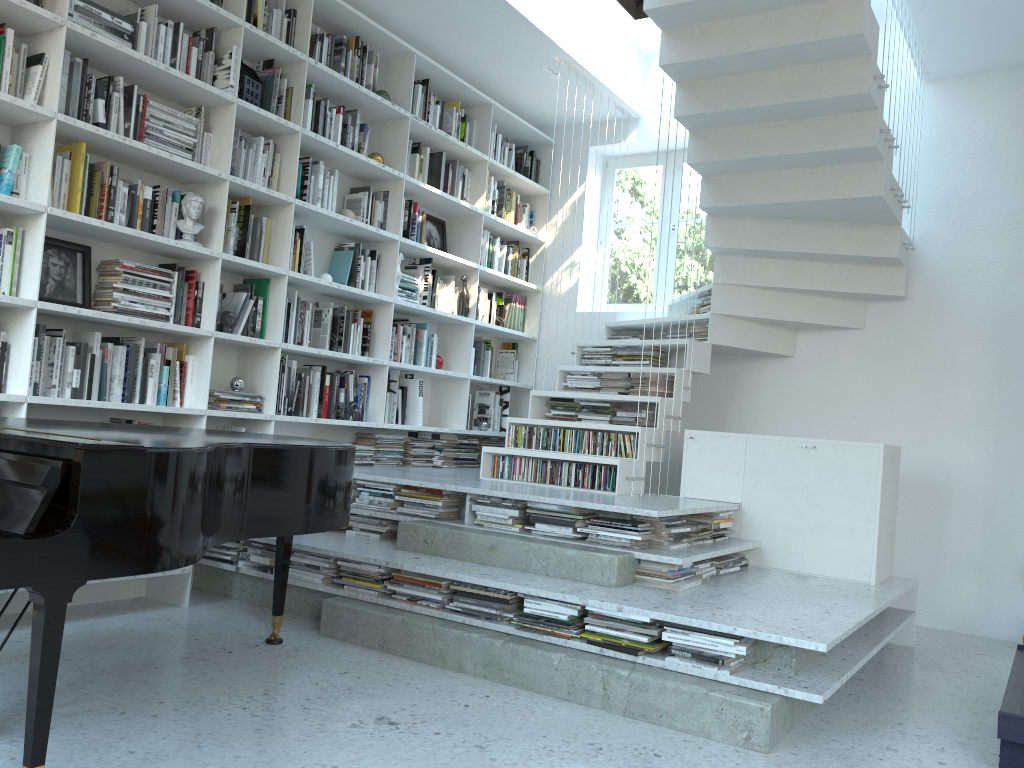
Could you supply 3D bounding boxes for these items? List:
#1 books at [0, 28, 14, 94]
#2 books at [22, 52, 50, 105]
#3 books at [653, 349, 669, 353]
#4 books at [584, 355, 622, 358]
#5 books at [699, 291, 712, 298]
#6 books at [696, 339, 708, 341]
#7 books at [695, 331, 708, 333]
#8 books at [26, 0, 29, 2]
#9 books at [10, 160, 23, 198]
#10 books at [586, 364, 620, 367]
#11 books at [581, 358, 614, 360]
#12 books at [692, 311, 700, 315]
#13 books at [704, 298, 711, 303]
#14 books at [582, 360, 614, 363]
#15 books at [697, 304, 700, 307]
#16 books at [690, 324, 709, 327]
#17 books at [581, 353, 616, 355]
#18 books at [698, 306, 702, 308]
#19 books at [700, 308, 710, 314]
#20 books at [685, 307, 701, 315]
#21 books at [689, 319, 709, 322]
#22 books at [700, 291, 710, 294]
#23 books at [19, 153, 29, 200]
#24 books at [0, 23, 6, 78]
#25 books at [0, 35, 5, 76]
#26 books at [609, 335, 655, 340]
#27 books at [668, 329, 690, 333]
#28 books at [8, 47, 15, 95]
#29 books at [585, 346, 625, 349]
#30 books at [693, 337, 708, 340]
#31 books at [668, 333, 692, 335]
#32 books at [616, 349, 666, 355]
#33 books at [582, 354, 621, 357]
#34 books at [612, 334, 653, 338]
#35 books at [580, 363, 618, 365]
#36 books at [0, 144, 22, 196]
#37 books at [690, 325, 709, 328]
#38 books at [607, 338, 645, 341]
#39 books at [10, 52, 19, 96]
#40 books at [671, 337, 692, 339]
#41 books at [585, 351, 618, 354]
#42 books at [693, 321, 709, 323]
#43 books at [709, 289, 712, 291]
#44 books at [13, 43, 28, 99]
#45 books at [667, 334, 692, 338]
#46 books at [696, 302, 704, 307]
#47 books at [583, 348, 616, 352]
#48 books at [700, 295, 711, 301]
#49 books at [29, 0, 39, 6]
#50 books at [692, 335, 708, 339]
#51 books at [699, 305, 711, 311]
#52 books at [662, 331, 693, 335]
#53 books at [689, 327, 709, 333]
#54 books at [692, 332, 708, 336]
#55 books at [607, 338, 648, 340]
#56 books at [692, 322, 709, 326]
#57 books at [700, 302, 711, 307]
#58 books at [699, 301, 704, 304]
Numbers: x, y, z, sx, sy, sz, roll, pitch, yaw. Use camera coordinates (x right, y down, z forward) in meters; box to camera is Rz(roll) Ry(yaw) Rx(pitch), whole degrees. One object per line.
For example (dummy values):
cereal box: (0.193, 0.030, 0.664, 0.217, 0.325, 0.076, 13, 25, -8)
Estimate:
books: (-1.999, -1.215, 3.423, 0.190, 0.284, 0.022, 3, -3, 32)
books: (-1.926, -1.181, 3.505, 0.208, 0.237, 0.064, 3, -3, 32)
books: (0.814, -0.206, 5.500, 0.298, 0.007, 0.134, 2, -4, 41)
books: (0.604, -0.168, 5.709, 0.231, 0.011, 0.171, 2, -4, 43)
books: (1.300, -0.529, 5.395, 0.283, 0.012, 0.175, 5, -3, -13)
books: (1.233, -0.252, 5.449, 0.210, 0.015, 0.130, 7, -4, -31)
books: (1.244, -0.304, 5.441, 0.208, 0.008, 0.144, 7, -4, -38)
books: (-1.932, -1.583, 3.494, 0.175, 0.302, 0.058, 3, -3, 32)
books: (-1.991, -0.789, 3.501, 0.142, 0.181, 0.027, 3, -3, 32)
books: (0.609, -0.111, 5.716, 0.228, 0.014, 0.149, 2, -4, 44)
books: (0.604, -0.153, 5.709, 0.184, 0.006, 0.262, 8, -4, -43)
books: (1.256, -0.441, 5.670, 0.184, 0.008, 0.216, 5, -3, -3)
books: (1.297, -0.492, 5.394, 0.212, 0.028, 0.191, 5, -3, -6)
books: (0.603, -0.137, 5.709, 0.166, 0.018, 0.264, 7, -4, -39)
books: (1.268, -0.482, 5.671, 0.175, 0.012, 0.265, 4, -3, 4)
books: (1.248, -0.340, 5.441, 0.285, 0.007, 0.159, 7, -4, -32)
books: (0.607, -0.184, 5.711, 0.168, 0.005, 0.292, 7, -4, -40)
books: (1.258, -0.470, 5.671, 0.184, 0.013, 0.230, 5, -3, -3)
books: (1.289, -0.434, 5.416, 0.247, 0.015, 0.142, 5, -3, -10)
books: (1.238, -0.459, 5.671, 0.226, 0.013, 0.284, 4, -3, 5)
books: (1.249, -0.370, 5.445, 0.300, 0.007, 0.158, 7, -4, -33)
books: (1.296, -0.542, 5.429, 0.261, 0.016, 0.129, 5, -3, -7)
books: (-1.978, -0.804, 3.526, 0.126, 0.217, 0.026, 3, -3, 32)
books: (-2.009, -1.227, 3.412, 0.165, 0.303, 0.006, 3, -3, 32)
books: (-2.012, -1.202, 3.405, 0.180, 0.253, 0.006, 3, -3, 32)
books: (0.820, -0.310, 6.045, 0.150, 0.017, 0.288, 8, -4, -43)
books: (1.130, -0.328, 5.652, 0.182, 0.016, 0.199, 7, -4, -37)
books: (-1.996, -1.186, 3.451, 0.165, 0.229, 0.011, 3, -3, 32)
books: (0.614, -0.225, 5.716, 0.165, 0.014, 0.235, 7, -4, -41)
books: (1.246, -0.264, 5.432, 0.241, 0.008, 0.168, 6, -3, -30)
books: (1.141, -0.307, 5.660, 0.161, 0.012, 0.254, 7, -4, -34)
books: (0.794, -0.199, 5.478, 0.243, 0.013, 0.191, 2, -4, 43)
books: (0.607, -0.177, 5.711, 0.162, 0.008, 0.289, 7, -4, -39)
books: (0.824, -0.322, 6.050, 0.239, 0.008, 0.160, 2, -4, 41)
books: (0.601, -0.124, 5.708, 0.274, 0.009, 0.176, 2, -4, 45)
books: (-1.997, -0.815, 3.456, 0.179, 0.227, 0.060, 3, -3, 32)
books: (1.249, -0.333, 5.439, 0.290, 0.006, 0.149, 6, -3, -29)
books: (0.812, -0.291, 6.038, 0.169, 0.010, 0.282, 8, -4, -43)
books: (-1.988, -1.178, 3.465, 0.142, 0.216, 0.024, 3, -3, 32)
books: (1.146, -0.279, 5.663, 0.141, 0.022, 0.230, 7, -4, -35)
books: (0.623, -0.193, 5.726, 0.136, 0.017, 0.298, 7, -4, -42)
books: (1.256, -0.363, 5.433, 0.266, 0.008, 0.163, 7, -4, -38)
books: (1.300, -0.558, 5.410, 0.227, 0.014, 0.160, 5, -3, -5)
books: (-1.966, -1.196, 3.481, 0.155, 0.257, 0.022, 3, -3, 32)
books: (1.130, -0.297, 5.653, 0.170, 0.010, 0.233, 7, -4, -38)
books: (1.275, -0.494, 5.672, 0.173, 0.014, 0.196, 5, -3, 2)
books: (0.606, -0.212, 5.709, 0.190, 0.015, 0.230, 8, -4, -44)
books: (1.294, -0.513, 5.426, 0.250, 0.017, 0.135, 5, -3, -8)
books: (-1.934, -1.535, 3.542, 0.134, 0.211, 0.028, 3, -3, 32)
books: (1.248, -0.275, 5.431, 0.223, 0.015, 0.179, 7, -4, -34)
books: (1.292, -0.451, 5.401, 0.250, 0.017, 0.181, 5, -3, -8)
books: (1.131, -0.317, 5.653, 0.192, 0.006, 0.299, 7, -4, -33)
books: (1.250, -0.319, 5.427, 0.262, 0.023, 0.200, 7, -4, -31)
books: (1.248, -0.291, 5.432, 0.238, 0.018, 0.173, 7, -4, -31)
books: (0.809, -0.300, 6.035, 0.262, 0.006, 0.184, 2, -4, 38)
books: (1.242, -0.351, 5.452, 0.262, 0.016, 0.132, 7, -4, -35)
books: (1.294, -0.473, 5.400, 0.256, 0.010, 0.163, 5, -3, -13)
books: (1.285, -0.513, 5.672, 0.157, 0.014, 0.300, 5, -3, 2)
